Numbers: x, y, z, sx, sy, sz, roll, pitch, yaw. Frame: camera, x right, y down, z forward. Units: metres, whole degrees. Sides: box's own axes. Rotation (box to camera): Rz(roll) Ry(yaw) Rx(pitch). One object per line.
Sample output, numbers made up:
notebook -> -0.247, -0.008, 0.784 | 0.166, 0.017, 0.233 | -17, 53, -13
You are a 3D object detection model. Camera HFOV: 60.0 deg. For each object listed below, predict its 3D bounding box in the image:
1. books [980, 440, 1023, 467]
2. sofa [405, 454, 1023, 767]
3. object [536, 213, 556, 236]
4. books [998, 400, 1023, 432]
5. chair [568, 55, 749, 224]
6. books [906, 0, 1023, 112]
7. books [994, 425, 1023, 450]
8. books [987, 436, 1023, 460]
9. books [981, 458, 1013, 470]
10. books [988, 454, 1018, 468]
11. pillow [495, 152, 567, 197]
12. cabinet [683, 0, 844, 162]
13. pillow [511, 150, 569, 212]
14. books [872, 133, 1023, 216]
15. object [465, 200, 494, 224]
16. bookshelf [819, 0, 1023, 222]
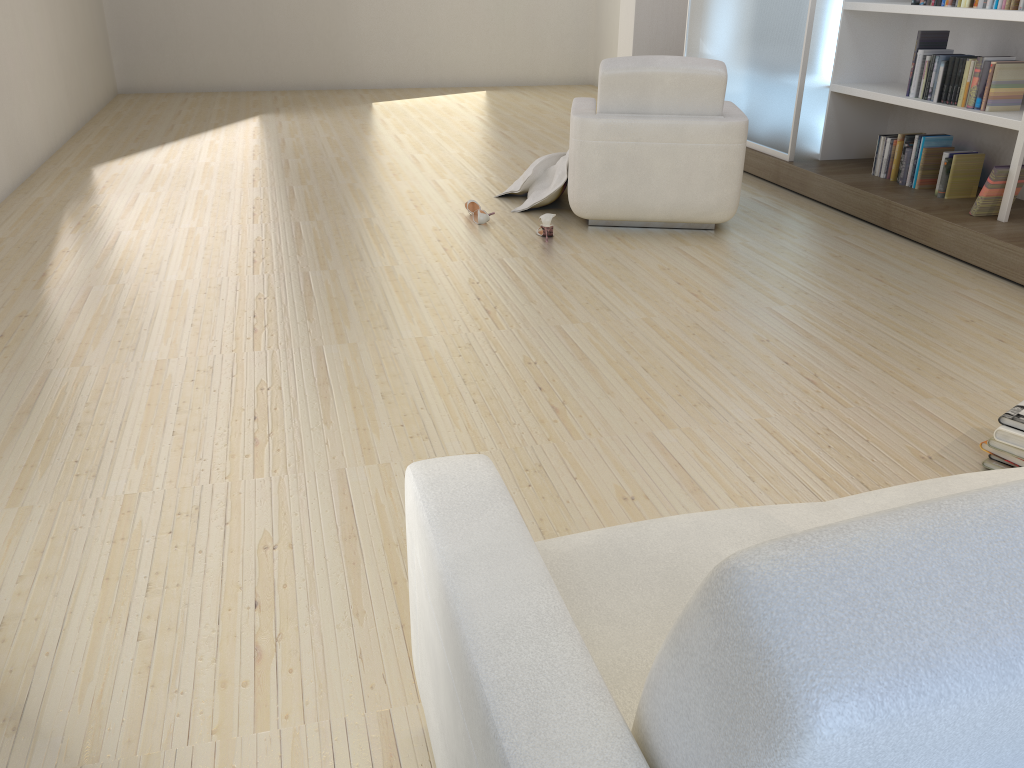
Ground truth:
books -> 1.485, 0.184, 2.433 | 0.287, 0.025, 0.247 | -13, 28, -28
sofa -> 0.987, 0.297, 1.292 | 2.166, 0.862, 0.941 | -6, 26, -14
object -> 0.174, -0.820, 4.515 | 0.089, 0.149, 0.265 | 0, 25, -2
books -> 1.507, 0.096, 2.407 | 0.287, 0.025, 0.247 | -20, 32, -37
chair -> 0.780, -1.388, 4.872 | 0.919, 0.828, 0.941 | 3, 25, 4
books -> 2.358, -1.805, 4.493 | 0.215, 0.743, 0.831 | -6, 26, -14
books -> 1.503, 0.126, 2.417 | 0.319, 0.038, 0.247 | -21, 33, -39
books -> 1.502, 0.155, 2.430 | 0.328, 0.027, 0.247 | -19, 31, -35
books -> 1.502, 0.216, 2.458 | 0.328, 0.018, 0.247 | -19, 31, -35
books -> 1.506, 0.198, 2.454 | 0.287, 0.018, 0.247 | -20, 32, -37
pillow -> 0.216, -1.308, 5.475 | 0.299, 0.287, 0.712 | 19, 30, 34
cabinet -> 1.874, -2.412, 6.122 | 0.689, 1.396, 1.670 | -6, 26, -14
pillow -> 0.212, -1.216, 5.197 | 0.312, 0.315, 0.615 | 6, 25, 11
books -> 2.341, -1.157, 4.758 | 0.274, 0.281, 1.125 | -3, 25, -7
object -> -0.168, -0.949, 4.872 | 0.121, 0.091, 0.287 | -6, 26, -15
bookshelf -> 2.395, -1.761, 4.733 | 0.465, 1.396, 1.599 | -6, 26, -14
